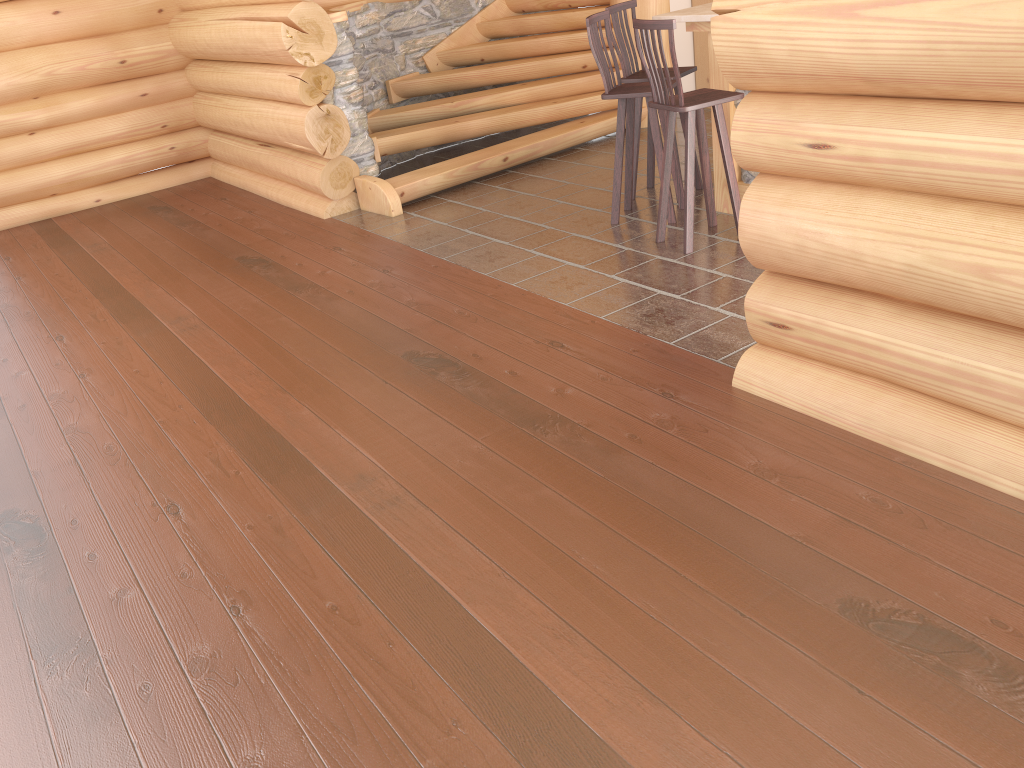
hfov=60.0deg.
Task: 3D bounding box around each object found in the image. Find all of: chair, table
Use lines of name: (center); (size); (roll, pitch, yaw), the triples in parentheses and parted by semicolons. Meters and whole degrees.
chair: (1.009, -1.980, 6.225); (0.504, 1.319, 0.406); (11, 33, 35)
chair: (1.056, -1.477, 5.210); (0.504, 1.319, 0.406); (-19, 28, -18)
table: (2.361, -1.509, 4.926); (1.196, 1.257, 3.220); (-24, 30, -27)
chair: (0.825, -1.737, 5.801); (0.504, 1.319, 0.406); (4, 29, 25)

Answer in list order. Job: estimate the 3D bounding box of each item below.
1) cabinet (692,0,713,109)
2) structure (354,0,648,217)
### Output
cabinet: (2.645, -4.150, 8.795); (1.847, 2.403, 0.670); (-24, 30, -27)
structure: (-0.332, -2.992, 8.314); (3.604, 1.643, 1.951); (-27, 32, -32)
